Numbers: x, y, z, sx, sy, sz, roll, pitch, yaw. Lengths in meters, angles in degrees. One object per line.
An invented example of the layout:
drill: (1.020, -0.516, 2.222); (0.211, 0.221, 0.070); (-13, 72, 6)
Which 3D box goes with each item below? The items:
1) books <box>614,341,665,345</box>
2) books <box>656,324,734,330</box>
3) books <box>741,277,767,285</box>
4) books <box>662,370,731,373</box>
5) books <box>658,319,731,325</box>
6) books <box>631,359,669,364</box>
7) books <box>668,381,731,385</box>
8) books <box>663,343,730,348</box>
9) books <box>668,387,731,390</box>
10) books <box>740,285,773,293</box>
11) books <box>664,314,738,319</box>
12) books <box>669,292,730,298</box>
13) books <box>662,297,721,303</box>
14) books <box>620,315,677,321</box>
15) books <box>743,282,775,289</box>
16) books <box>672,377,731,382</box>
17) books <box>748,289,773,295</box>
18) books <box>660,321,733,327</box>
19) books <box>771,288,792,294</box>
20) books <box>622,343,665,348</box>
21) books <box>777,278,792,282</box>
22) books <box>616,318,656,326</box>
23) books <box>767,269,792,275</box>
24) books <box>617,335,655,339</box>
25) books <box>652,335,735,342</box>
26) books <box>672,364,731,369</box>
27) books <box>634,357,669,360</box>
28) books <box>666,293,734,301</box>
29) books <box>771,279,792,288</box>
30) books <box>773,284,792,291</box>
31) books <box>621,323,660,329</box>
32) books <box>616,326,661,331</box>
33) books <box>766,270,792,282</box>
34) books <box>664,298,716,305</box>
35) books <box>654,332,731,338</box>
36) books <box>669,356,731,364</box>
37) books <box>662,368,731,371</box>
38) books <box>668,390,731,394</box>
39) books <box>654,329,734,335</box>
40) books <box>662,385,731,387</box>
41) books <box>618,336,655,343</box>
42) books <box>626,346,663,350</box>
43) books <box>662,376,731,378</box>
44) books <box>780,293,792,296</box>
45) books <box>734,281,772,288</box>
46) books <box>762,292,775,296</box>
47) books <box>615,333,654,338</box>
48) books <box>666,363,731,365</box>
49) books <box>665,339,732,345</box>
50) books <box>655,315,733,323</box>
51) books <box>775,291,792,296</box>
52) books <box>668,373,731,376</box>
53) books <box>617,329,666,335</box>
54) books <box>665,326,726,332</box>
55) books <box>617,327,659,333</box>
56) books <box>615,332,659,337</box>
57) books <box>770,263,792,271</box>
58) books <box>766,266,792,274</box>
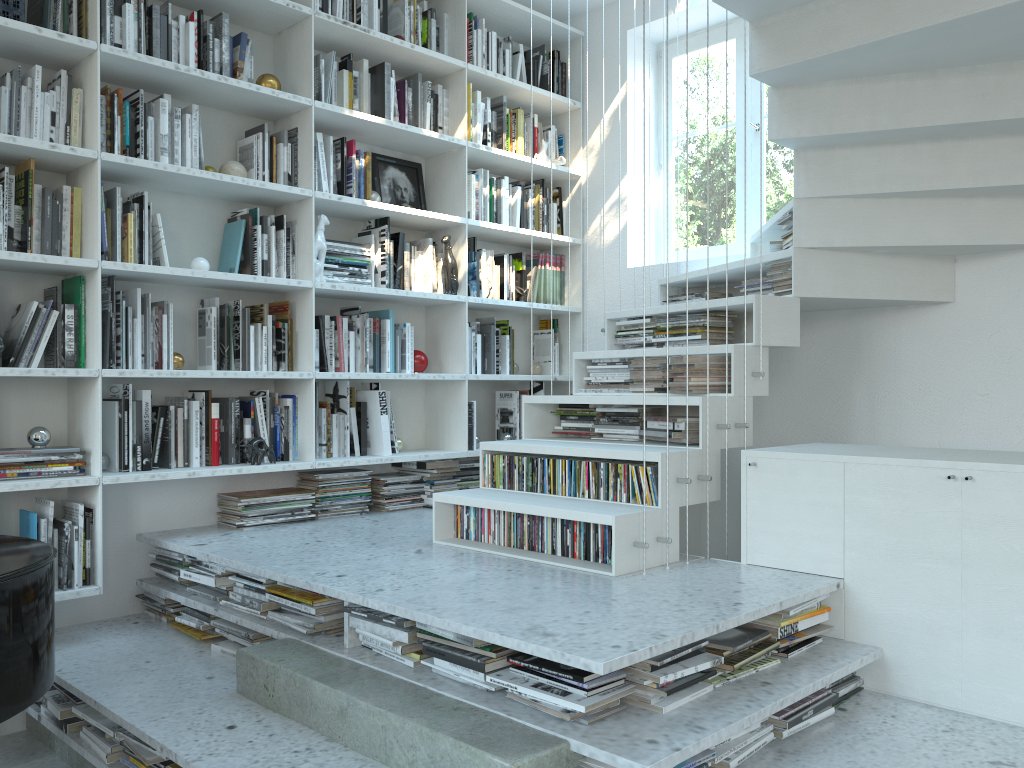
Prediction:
books: (0.597, -0.176, 3.825); (0.176, 0.009, 0.275); (0, 0, -32)
books: (0.731, -0.227, 3.559); (0.176, 0.007, 0.254); (0, 0, -37)
books: (1.080, -0.421, 3.647); (0.182, 0.016, 0.199); (0, 0, -24)
books: (0.715, -0.044, 3.241); (0.295, 0.007, 0.146); (0, 0, -15)
books: (0.734, -0.246, 3.561); (0.174, 0.009, 0.240); (0, 0, -36)
books: (0.590, -0.086, 3.475); (0.166, 0.017, 0.190); (0, 0, -42)
books: (0.712, -0.003, 3.255); (0.222, 0.011, 0.180); (0, 0, -14)
books: (0.748, -0.152, 3.571); (0.136, 0.013, 0.258); (0, 0, -33)
books: (0.712, 0.016, 3.258); (0.215, 0.013, 0.189); (0, 0, -13)
books: (1.083, -0.390, 3.648); (0.170, 0.010, 0.233); (0, 0, -25)
books: (0.750, -0.266, 3.572); (0.134, 0.007, 0.298); (0, 0, -36)
books: (0.870, -0.408, 4.103); (0.160, 0.008, 0.239); (0, 0, -36)
books: (0.855, -0.384, 4.092); (0.184, 0.006, 0.262); (0, 0, -39)
books: (0.602, -0.278, 3.827); (0.165, 0.014, 0.235); (0, 0, -28)
books: (1.094, -0.401, 3.652); (0.161, 0.012, 0.254); (0, 0, -21)
books: (0.715, -0.016, 3.241); (0.214, 0.014, 0.138); (0, 0, -18)
books: (1.102, -0.374, 3.655); (0.141, 0.022, 0.230); (0, 0, -22)
books: (0.742, -0.236, 3.567); (0.144, 0.011, 0.257); (0, 0, -38)
books: (1.150, -0.356, 3.408); (0.241, 0.008, 0.168); (0, 0, -17)
books: (0.607, -0.164, 3.831); (0.149, 0.014, 0.228); (0, 0, -33)
books: (1.146, -0.397, 3.416); (0.208, 0.008, 0.144); (0, 0, -25)
books: (0.593, -0.264, 3.822); (0.190, 0.015, 0.230); (0, 0, -31)
books: (1.148, -0.426, 3.413); (0.290, 0.006, 0.149); (0, 0, -16)
books: (0.605, -0.200, 3.829); (0.152, 0.005, 0.292); (0, 0, -33)
books: (0.725, -0.179, 3.555); (0.182, 0.013, 0.287); (0, 0, -31)
books: (0.711, -0.063, 3.258); (0.184, 0.016, 0.179); (0, 0, -17)
books: (0.587, -0.099, 3.478); (0.155, 0.009, 0.155); (0, 0, 45)
books: (0.866, -0.396, 4.100); (0.150, 0.017, 0.288); (0, 0, -30)
books: (1.150, -0.384, 3.407); (0.238, 0.018, 0.173); (0, 0, -18)
books: (1.150, -0.368, 3.406); (0.223, 0.015, 0.179); (0, 0, -21)
books: (0.616, -0.247, 3.836); (0.136, 0.017, 0.298); (0, 0, -29)
books: (0.598, -0.236, 3.825); (0.168, 0.005, 0.292); (0, 0, -27)
books: (1.147, -0.412, 3.401); (0.262, 0.023, 0.200); (0, 0, -18)
books: (0.858, -0.376, 4.095); (0.169, 0.010, 0.282); (0, 0, -30)
books: (0.724, -0.193, 3.554); (0.191, 0.014, 0.243); (0, 0, -32)
books: (0.713, -0.088, 3.251); (0.234, 0.025, 0.157); (0, 0, -8)
books: (0.715, -0.051, 3.241); (0.295, 0.007, 0.146); (0, 0, -11)
books: (0.710, 0.028, 3.263); (0.206, 0.012, 0.183); (0, 0, -18)
books: (0.731, -0.205, 3.559); (0.187, 0.009, 0.261); (0, 0, -35)
books: (0.709, 0.006, 3.268); (0.254, 0.007, 0.189); (0, 0, -18)
books: (0.597, -0.189, 3.825); (0.166, 0.018, 0.264); (0, 0, -26)
books: (0.614, -0.150, 3.835); (0.146, 0.014, 0.211); (0, 0, -30)
books: (0.715, -0.026, 3.241); (0.295, 0.006, 0.146); (0, 0, -11)
books: (1.148, -0.333, 3.413); (0.260, 0.009, 0.153); (0, 0, -16)
books: (1.081, -0.410, 3.648); (0.192, 0.006, 0.299); (0, 0, -20)
books: (1.081, -0.355, 3.648); (0.175, 0.017, 0.265); (0, 0, -16)
books: (0.597, -0.205, 3.825); (0.184, 0.006, 0.262); (0, 0, -30)
books: (0.715, -0.073, 3.243); (0.254, 0.005, 0.161); (0, 0, -13)
books: (0.749, -0.166, 3.572); (0.130, 0.014, 0.249); (0, 0, -32)
books: (0.727, -0.256, 3.556); (0.191, 0.013, 0.243); (0, 0, -34)
books: (1.142, -0.345, 3.428); (0.210, 0.015, 0.130); (0, 0, -18)
books: (0.712, -0.035, 3.256); (0.231, 0.011, 0.171); (0, 0, -9)
books: (0.596, -0.220, 3.824); (0.171, 0.011, 0.231); (0, 0, -34)
books: (0.740, -0.216, 3.565); (0.154, 0.014, 0.196); (0, 0, -32)
books: (0.598, -0.230, 3.826); (0.162, 0.008, 0.289); (0, 0, -26)
books: (0.595, -0.211, 3.824); (0.170, 0.006, 0.268); (0, 0, -34)
books: (1.143, -0.444, 3.426); (0.262, 0.016, 0.132); (0, 0, -22)
books: (1.147, -0.433, 3.415); (0.285, 0.007, 0.159); (0, 0, -19)
